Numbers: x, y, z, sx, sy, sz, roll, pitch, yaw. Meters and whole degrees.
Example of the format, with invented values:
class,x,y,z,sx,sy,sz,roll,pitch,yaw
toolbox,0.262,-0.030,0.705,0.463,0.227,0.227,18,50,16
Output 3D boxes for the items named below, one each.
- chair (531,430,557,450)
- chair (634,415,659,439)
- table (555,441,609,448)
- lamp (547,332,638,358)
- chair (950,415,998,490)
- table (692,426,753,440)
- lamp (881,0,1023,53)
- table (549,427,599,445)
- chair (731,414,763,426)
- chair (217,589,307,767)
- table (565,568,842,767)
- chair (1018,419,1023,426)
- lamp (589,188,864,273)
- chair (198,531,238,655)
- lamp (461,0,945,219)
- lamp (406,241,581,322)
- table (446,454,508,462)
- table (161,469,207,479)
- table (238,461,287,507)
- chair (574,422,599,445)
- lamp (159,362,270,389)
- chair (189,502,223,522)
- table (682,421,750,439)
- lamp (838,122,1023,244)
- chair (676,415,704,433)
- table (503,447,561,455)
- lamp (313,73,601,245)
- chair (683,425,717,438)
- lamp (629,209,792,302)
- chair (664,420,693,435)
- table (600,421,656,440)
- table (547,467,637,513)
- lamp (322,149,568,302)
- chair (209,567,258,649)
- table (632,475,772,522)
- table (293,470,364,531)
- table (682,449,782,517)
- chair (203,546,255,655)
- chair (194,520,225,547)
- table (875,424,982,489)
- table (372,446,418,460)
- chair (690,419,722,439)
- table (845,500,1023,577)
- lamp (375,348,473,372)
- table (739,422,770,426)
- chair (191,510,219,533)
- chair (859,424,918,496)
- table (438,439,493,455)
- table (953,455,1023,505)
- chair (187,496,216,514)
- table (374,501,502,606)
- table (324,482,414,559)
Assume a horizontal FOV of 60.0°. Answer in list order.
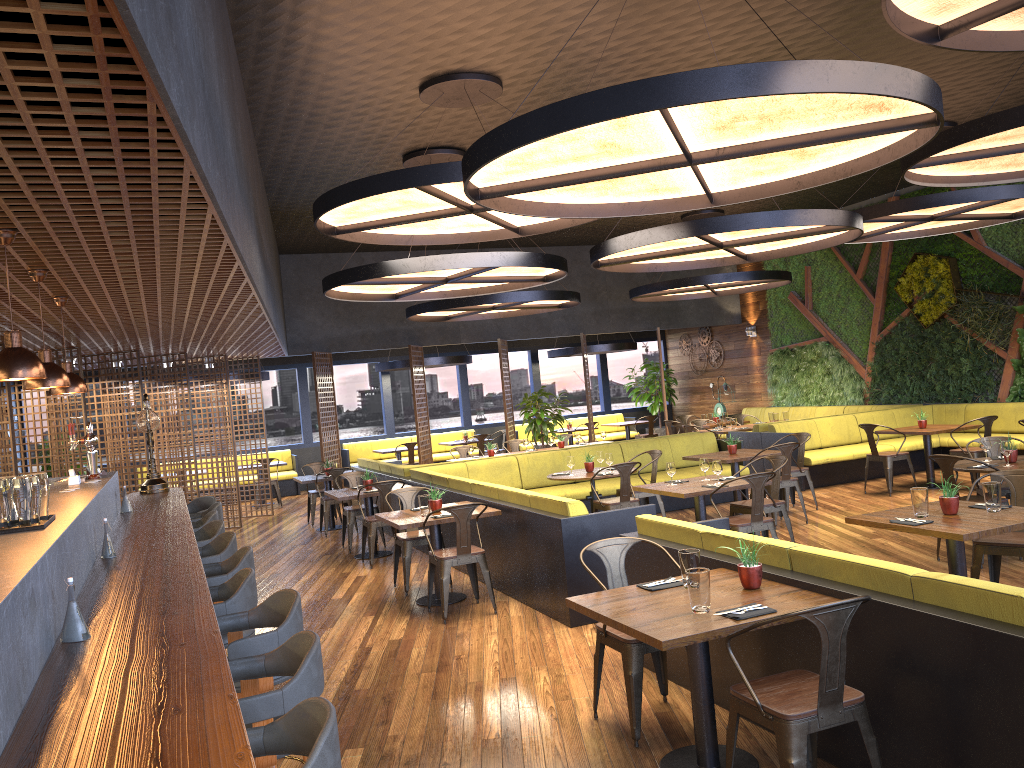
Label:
class,x,y,z,sx,sy,sz,roll,pitch,yaw
chair,0.676,1.334,18.943,0.541,0.917,0.504,-5,0,-21
chair,2.903,1.129,19.021,0.504,0.917,0.541,-5,0,-21
table,1.280,1.343,14.001,0.906,0.763,0.887,-5,0,-22
lamp,1.674,-1.748,19.559,1.979,2.172,1.979,-5,0,-37
chair,5.700,0.848,10.909,0.504,0.917,0.541,-5,0,-21
table,3.662,1.126,14.776,0.887,0.763,0.906,-5,0,-22
lamp,2.862,-2.385,3.401,2.778,1.159,2.778,-5,0,14
table,1.298,1.356,19.138,0.906,0.763,0.887,-5,0,-22
chair,4.218,0.999,15.734,0.504,0.917,0.541,-5,0,-21
chair,-1.013,1.379,3.503,0.438,1.048,0.483,-5,0,-2
table,0.871,1.352,4.007,0.906,0.763,0.887,-5,0,-22
chair,5.975,0.820,9.831,0.541,0.917,0.504,-5,0,-21
lamp,2.152,-2.125,9.348,2.778,1.475,2.778,-5,0,28
chair,-1.886,1.465,5.454,0.483,1.048,0.438,-5,0,29
lamp,1.024,-2.033,5.400,2.778,1.475,2.778,-5,0,33
lamp,-0.356,-1.880,14.121,2.778,1.475,2.778,-5,0,-21
table,-0.395,1.495,13.332,0.906,0.763,0.887,-5,0,-22
table,-6.020,2.021,16.236,0.887,0.763,0.906,-5,0,-22
table,-4.723,1.903,16.749,0.887,0.763,0.906,-5,0,-22
chair,1.579,1.249,18.497,0.504,0.917,0.541,-5,0,-21
lamp,-5.667,-1.079,16.653,1.979,2.172,1.979,-5,0,-15
chair,-2.618,1.538,7.427,0.438,1.048,0.483,-5,0,7
table,3.860,1.114,16.670,0.887,0.763,0.906,-5,0,-22
lamp,5.192,-2.577,11.050,2.778,1.159,2.778,-5,0,-32
chair,3.530,1.067,17.366,0.504,0.917,0.541,-5,0,-21
table,0.445,1.419,13.665,0.906,0.763,0.887,-5,0,-22
lamp,-0.405,-2.072,7.935,2.778,1.159,2.778,-5,0,29
chair,3.123,1.096,14.486,0.541,0.917,0.504,-5,0,-21
lamp,3.395,-2.298,15.523,2.778,1.362,2.778,-5,0,33
chair,3.128,1.101,16.404,0.541,0.917,0.504,-5,0,-21
table,2.596,1.239,19.648,0.887,0.763,0.906,-5,0,-22
table,0.925,1.364,9.891,1.007,0.760,1.007,-5,0,16
lamp,-0.810,-1.850,10.134,2.778,1.475,2.778,-5,0,-18
chair,-1.382,1.415,4.129,0.483,1.048,0.438,-5,0,40
table,1.741,1.283,8.057,0.906,0.763,0.887,-5,0,-22
table,-2.609,1.697,12.779,0.887,0.763,0.906,-5,0,-22
table,2.668,1.205,10.462,0.887,0.763,0.906,-5,0,-22
chair,-1.581,1.435,4.785,0.438,1.048,0.483,-5,0,7
chair,-2.164,1.492,6.104,0.438,1.048,0.483,-5,0,-7
table,5.447,0.953,11.563,0.887,0.763,0.906,-5,0,-22
table,-2.222,1.676,17.740,0.887,0.763,0.906,-5,0,-22
chair,3.413,1.072,15.415,0.504,0.917,0.541,-5,0,-21
table,2.751,1.183,5.443,0.887,0.763,0.906,-5,0,-22
lamp,-1.891,-1.422,18.148,1.979,2.172,1.979,-5,0,23
table,4.526,1.048,15.118,0.887,0.763,0.906,-5,0,-22
chair,-2.452,1.521,6.824,0.483,1.048,0.438,-5,0,40
chair,4.766,0.935,11.317,0.541,0.917,0.504,-5,0,-21
table,-0.925,1.558,18.258,0.906,0.763,0.887,-5,0,-22
table,4.301,1.046,7.557,1.007,0.760,1.007,-5,0,-34
chair,-2.842,1.560,7.971,0.438,1.048,0.483,-5,0,-30
table,-0.634,1.501,7.758,0.887,0.763,0.906,-5,0,-22
table,-1.619,1.599,10.269,0.887,0.763,0.906,-5,0,-22
